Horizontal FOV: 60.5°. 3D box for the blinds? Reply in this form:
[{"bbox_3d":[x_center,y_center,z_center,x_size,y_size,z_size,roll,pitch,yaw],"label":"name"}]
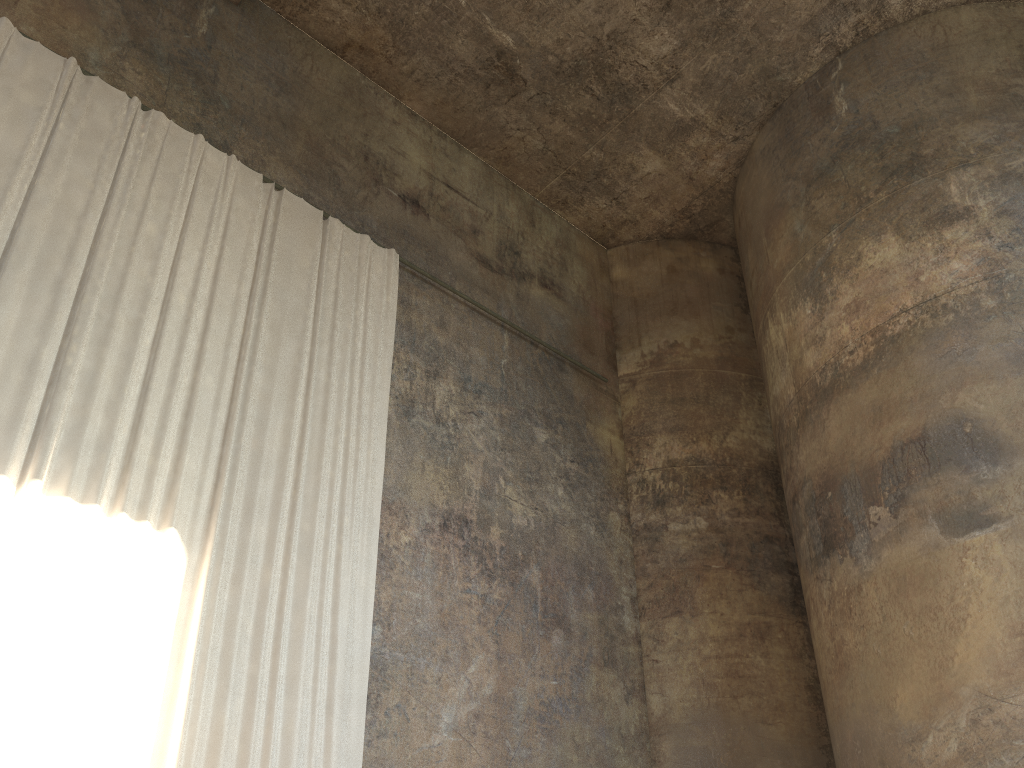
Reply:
[{"bbox_3d":[-4.143,0.417,5.768,8.031,8.131,0.284,26,-41,-35],"label":"blinds"}]
